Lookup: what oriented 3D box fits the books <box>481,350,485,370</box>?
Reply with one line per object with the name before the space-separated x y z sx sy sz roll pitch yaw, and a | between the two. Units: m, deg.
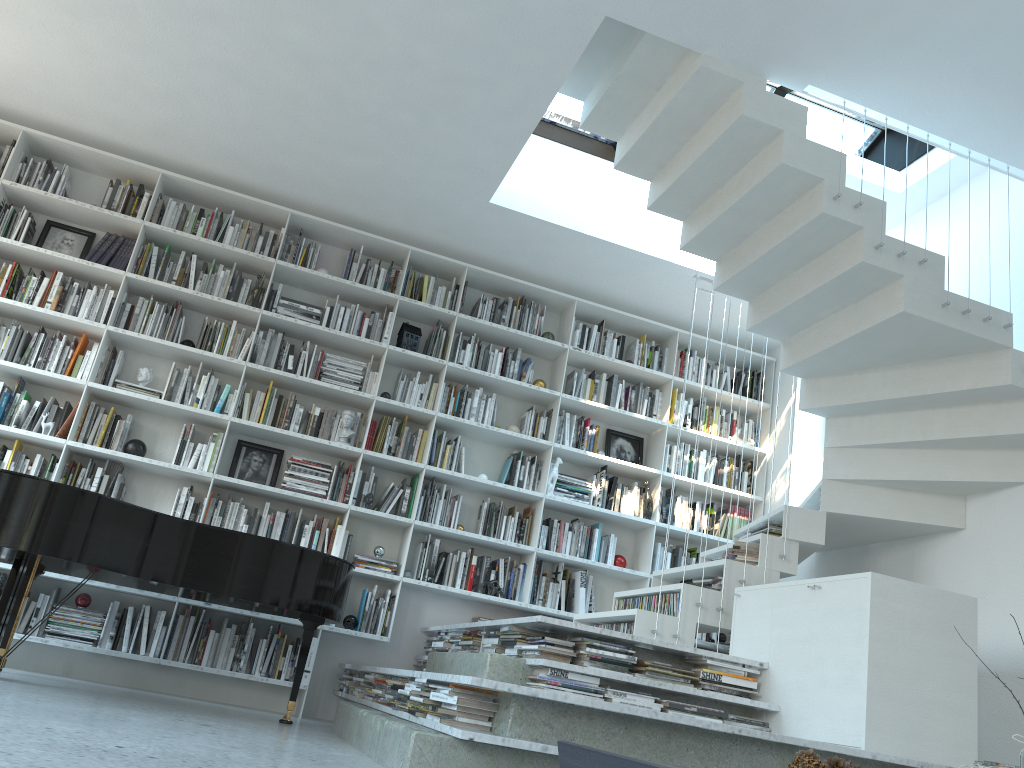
books | -0.234 -0.124 6.322 0.014 0.214 0.132 15 -20 -14

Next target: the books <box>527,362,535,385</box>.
books | 0.115 -0.033 6.419 0.026 0.228 0.141 15 -20 -14

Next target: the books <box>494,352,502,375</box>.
books | -0.127 -0.101 6.321 0.021 0.208 0.181 15 -20 -14

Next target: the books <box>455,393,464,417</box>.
books | -0.390 0.187 6.172 0.026 0.215 0.162 15 -20 -14

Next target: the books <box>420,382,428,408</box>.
books | -0.627 0.111 6.107 0.024 0.233 0.150 15 -20 -14

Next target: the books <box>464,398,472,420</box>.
books | -0.332 0.212 6.180 0.025 0.193 0.171 15 -20 -14

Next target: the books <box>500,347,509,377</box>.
books | -0.075 -0.114 6.374 0.012 0.284 0.160 15 -20 -14

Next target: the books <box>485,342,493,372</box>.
books | -0.189 -0.145 6.343 0.013 0.283 0.155 15 -20 -14

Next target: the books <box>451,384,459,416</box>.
books | -0.420 0.152 6.192 0.014 0.283 0.136 15 -20 -14

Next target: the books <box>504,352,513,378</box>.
books | -0.053 -0.091 6.355 0.030 0.237 0.186 15 -20 -14

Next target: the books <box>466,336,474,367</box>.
books | -0.325 -0.186 6.298 0.011 0.282 0.173 15 -20 -14

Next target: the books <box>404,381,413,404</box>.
books | -0.731 0.098 6.081 0.023 0.206 0.171 15 -20 -14

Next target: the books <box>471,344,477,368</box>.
books | -0.296 -0.154 6.301 0.012 0.235 0.166 15 -20 -14

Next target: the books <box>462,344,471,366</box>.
books | -0.343 -0.160 6.266 0.026 0.207 0.181 15 -20 -14

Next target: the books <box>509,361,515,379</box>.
books | -0.032 -0.057 6.357 0.027 0.181 0.176 15 -20 -14

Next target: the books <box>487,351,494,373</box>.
books | -0.177 -0.109 6.335 0.025 0.215 0.144 15 -20 -14

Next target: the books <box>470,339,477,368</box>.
books | -0.301 -0.174 6.295 0.010 0.267 0.166 15 -20 -14

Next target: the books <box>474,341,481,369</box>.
books | -0.268 -0.161 6.327 0.013 0.275 0.133 15 -20 -14

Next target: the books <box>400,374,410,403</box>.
books | -0.752 0.071 6.081 0.028 0.249 0.165 15 -20 -14

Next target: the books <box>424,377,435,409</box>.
books | -0.593 0.100 6.122 0.025 0.276 0.173 15 -20 -14

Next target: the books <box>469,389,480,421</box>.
books | -0.284 0.185 6.184 0.030 0.262 0.182 15 -20 -14

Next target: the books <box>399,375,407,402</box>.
books | -0.770 0.071 6.081 0.024 0.241 0.159 15 -20 -14

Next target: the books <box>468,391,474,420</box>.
books | -0.312 0.189 6.200 0.011 0.256 0.131 15 -20 -14

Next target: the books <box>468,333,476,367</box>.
books | -0.309 -0.195 6.299 0.014 0.305 0.153 15 -20 -14

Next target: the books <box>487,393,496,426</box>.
books | -0.169 0.215 6.221 0.024 0.271 0.170 15 -20 -14

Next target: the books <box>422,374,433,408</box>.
books | -0.607 0.089 6.122 0.028 0.292 0.155 15 -20 -14

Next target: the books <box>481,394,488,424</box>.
books | -0.221 0.215 6.231 0.024 0.261 0.134 15 -20 -14

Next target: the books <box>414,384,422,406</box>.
books | -0.666 0.117 6.084 0.027 0.196 0.185 15 -20 -14

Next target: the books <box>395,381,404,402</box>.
books | -0.786 0.087 6.048 0.028 0.185 0.182 15 -20 -14

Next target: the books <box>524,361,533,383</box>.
books | 0.085 -0.041 6.391 0.048 0.216 0.183 15 -20 -14

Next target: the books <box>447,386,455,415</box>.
books | -0.447 0.152 6.151 0.014 0.247 0.177 15 -20 -14

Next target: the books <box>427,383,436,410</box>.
books | -0.576 0.122 6.103 0.028 0.229 0.177 15 -20 -14

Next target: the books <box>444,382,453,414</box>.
books | -0.463 0.139 6.168 0.014 0.277 0.154 15 -20 -14

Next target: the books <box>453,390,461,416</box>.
books | -0.405 0.172 6.169 0.013 0.235 0.158 15 -20 -14

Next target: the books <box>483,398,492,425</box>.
books | -0.197 0.230 6.219 0.021 0.231 0.183 15 -20 -14

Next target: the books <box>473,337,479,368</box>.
books | -0.280 -0.176 6.320 0.021 0.295 0.139 15 -20 -14

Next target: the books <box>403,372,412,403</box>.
books | -0.736 0.063 6.090 0.019 0.274 0.146 15 -20 -14

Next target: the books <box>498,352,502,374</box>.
books | -0.115 -0.100 6.340 0.011 0.221 0.159 15 -20 -14

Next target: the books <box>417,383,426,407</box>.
books | -0.645 0.115 6.092 0.029 0.210 0.158 15 -20 -14

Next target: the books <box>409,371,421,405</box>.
books | -0.687 0.067 6.075 0.028 0.274 0.187 15 -20 -14

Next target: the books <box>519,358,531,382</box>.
books | 0.069 -0.059 6.381 0.054 0.234 0.172 15 -20 -14

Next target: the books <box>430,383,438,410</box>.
books | -0.563 0.127 6.123 0.026 0.237 0.173 15 -20 -14

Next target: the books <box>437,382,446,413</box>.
books | -0.519 0.129 6.130 0.028 0.250 0.190 15 -20 -14

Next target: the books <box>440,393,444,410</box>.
books | -0.512 0.162 6.153 0.013 0.209 0.140 15 -20 -14

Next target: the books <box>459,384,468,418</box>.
books | -0.359 0.157 6.170 0.014 0.279 0.178 15 -20 -14

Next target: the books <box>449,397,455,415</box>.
books | -0.440 0.192 6.155 0.021 0.178 0.137 15 -20 -14

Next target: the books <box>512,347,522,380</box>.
books | 0.007 -0.101 6.369 0.029 0.284 0.184 15 -20 -14

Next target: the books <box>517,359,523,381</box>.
books | 0.024 -0.056 6.377 0.030 0.212 0.157 15 -20 -14

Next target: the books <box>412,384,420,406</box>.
books | -0.682 0.112 6.077 0.024 0.194 0.173 15 -20 -14

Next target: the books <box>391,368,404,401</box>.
books | -0.797 0.043 6.081 0.019 0.284 0.160 15 -20 -14

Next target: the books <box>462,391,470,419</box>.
books | -0.348 0.184 6.173 0.022 0.236 0.165 15 -20 -14

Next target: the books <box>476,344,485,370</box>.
books | -0.245 -0.146 6.304 0.027 0.240 0.160 15 -20 -14

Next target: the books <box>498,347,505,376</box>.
books | -0.101 -0.116 6.351 0.012 0.263 0.157 15 -20 -14

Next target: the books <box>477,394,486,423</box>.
books | -0.239 0.211 6.204 0.025 0.244 0.184 15 -20 -14

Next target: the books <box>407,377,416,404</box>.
books | -0.713 0.087 6.085 0.023 0.235 0.179 15 -20 -14

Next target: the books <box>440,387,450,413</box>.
books | -0.488 0.151 6.160 0.030 0.241 0.138 15 -20 -14

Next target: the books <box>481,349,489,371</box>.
books | -0.215 -0.121 6.332 0.028 0.222 0.142 15 -20 -14

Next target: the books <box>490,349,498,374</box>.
books | -0.150 -0.116 6.334 0.023 0.236 0.149 15 -20 -14

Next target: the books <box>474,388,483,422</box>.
books | -0.263 0.185 6.220 0.027 0.294 0.160 15 -20 -14
